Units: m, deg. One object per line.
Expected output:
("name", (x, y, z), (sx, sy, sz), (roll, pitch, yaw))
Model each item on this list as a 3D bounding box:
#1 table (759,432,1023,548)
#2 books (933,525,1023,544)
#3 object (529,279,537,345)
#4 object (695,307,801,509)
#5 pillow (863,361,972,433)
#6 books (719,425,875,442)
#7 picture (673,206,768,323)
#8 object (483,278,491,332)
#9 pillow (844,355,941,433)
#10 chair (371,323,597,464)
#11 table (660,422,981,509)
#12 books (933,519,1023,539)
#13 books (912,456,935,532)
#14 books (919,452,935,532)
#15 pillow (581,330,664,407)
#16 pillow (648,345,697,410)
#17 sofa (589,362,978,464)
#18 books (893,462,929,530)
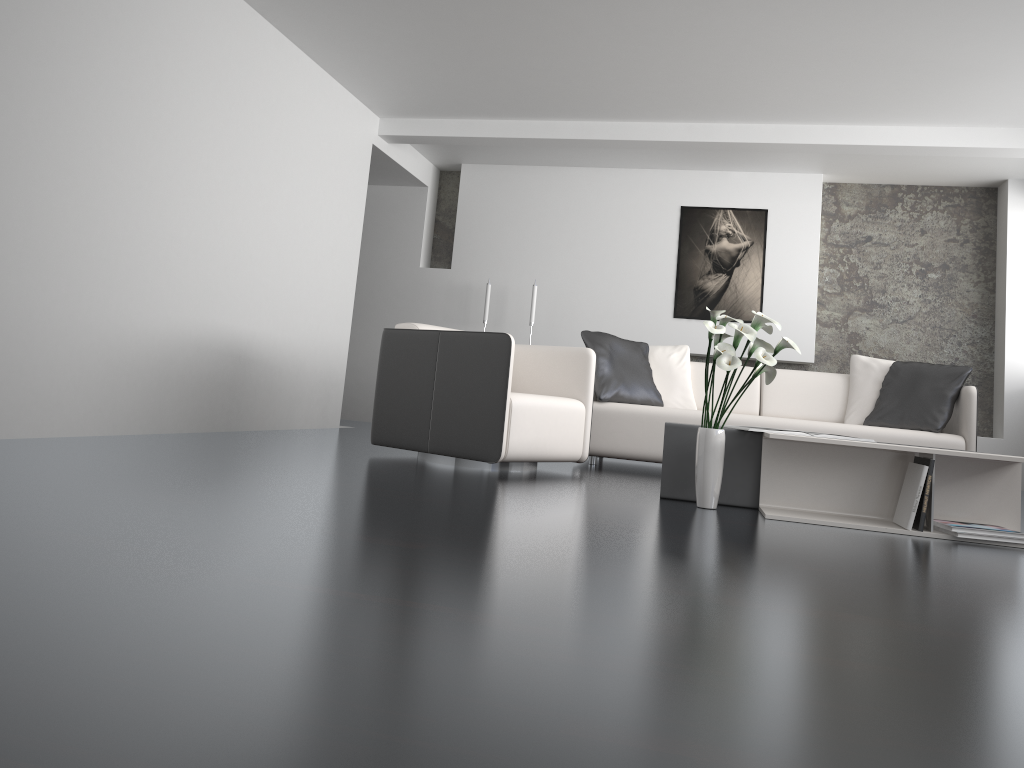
("table", (1.463, 0.393, 3.361), (0.970, 0.318, 0.295), (5, -4, 12))
("books", (1.719, 0.550, 3.225), (0.263, 0.017, 0.211), (5, -1, 4))
("object", (0.143, -0.219, 7.632), (0.180, 1.415, 0.177), (3, -8, 14))
("object", (0.888, 0.096, 3.461), (0.377, 0.808, 0.441), (6, -6, -3))
("pillow", (2.427, 0.073, 5.237), (0.330, 0.442, 0.550), (8, -4, -31))
("books", (1.205, 0.207, 3.762), (0.547, 0.017, 0.355), (5, -1, -6))
("picture", (1.818, -1.047, 7.674), (0.747, 1.019, 0.004), (4, -8, 14))
("object", (-0.267, -0.255, 7.838), (0.180, 1.415, 0.177), (3, -8, 14))
("pillow", (2.392, 0.077, 5.508), (0.588, 0.514, 0.294), (4, -6, 18))
("chair", (-0.155, 0.039, 4.681), (0.920, 0.670, 0.758), (3, -4, 38))
("table", (1.276, 0.380, 3.722), (1.260, 0.318, 0.295), (5, -4, 12))
("books", (1.707, 0.532, 3.248), (0.263, 0.017, 0.225), (5, -1, 4))
("books", (1.531, 0.409, 3.314), (0.050, 0.267, 0.231), (4, -5, 11))
("books", (1.564, 0.402, 3.327), (0.007, 0.288, 0.202), (4, -5, 11))
("pillow", (0.712, -0.093, 5.572), (0.561, 0.455, 0.277), (7, -6, -32))
("pillow", (0.914, -0.038, 5.795), (0.585, 0.506, 0.319), (5, -6, 3))
("sofa", (1.570, 0.211, 5.531), (2.242, 0.670, 0.908), (5, -3, 11))
("books", (1.500, 0.418, 3.315), (0.070, 0.241, 0.224), (4, -5, 11))
